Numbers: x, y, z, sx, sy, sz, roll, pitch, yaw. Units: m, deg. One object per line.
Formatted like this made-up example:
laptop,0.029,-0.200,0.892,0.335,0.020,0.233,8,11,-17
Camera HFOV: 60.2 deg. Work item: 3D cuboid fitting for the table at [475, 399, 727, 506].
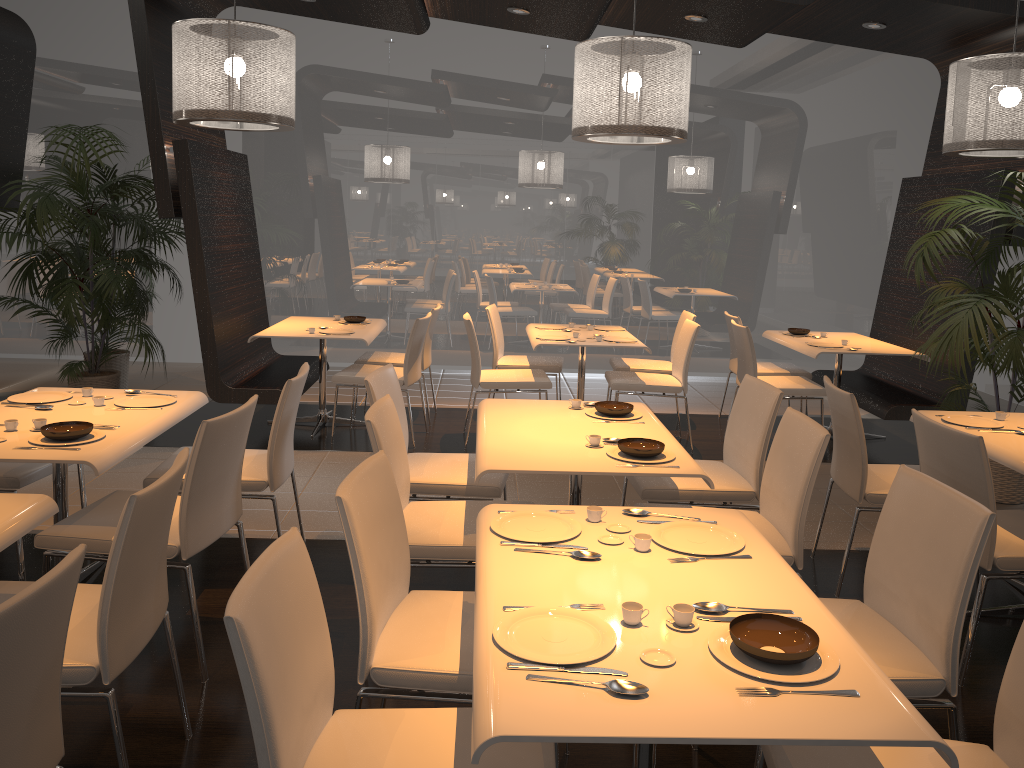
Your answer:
table,0.374,0.543,3.516,1.053,0.719,1.160,2,9,-2

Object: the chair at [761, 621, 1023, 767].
chair,0.819,0.824,1.686,0.605,0.866,0.488,3,7,5

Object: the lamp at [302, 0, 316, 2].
lamp,-1.441,-2.693,6.135,0.160,0.054,0.162,3,10,3

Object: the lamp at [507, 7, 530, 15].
lamp,0.046,-2.627,6.191,0.161,0.055,0.163,1,10,-8

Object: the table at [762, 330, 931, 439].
table,2.409,0.043,6.562,0.800,0.719,1.160,2,9,-2

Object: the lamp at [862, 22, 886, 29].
lamp,2.574,-2.560,6.281,0.161,0.055,0.163,1,10,-8

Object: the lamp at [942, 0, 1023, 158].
lamp,2.765,-2.227,4.802,0.629,1.914,0.630,6,8,30

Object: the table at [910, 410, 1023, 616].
table,2.245,0.595,3.567,0.800,0.719,1.160,2,9,-2

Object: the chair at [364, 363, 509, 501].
chair,-0.321,0.386,3.829,0.605,0.862,0.488,3,7,5

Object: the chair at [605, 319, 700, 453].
chair,0.973,-0.010,6.186,0.605,0.862,0.488,2,7,0

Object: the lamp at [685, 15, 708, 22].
lamp,1.300,-2.594,6.235,0.161,0.055,0.163,1,10,-8

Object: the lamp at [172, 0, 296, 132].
lamp,-1.458,-2.338,4.652,0.628,1.914,0.630,5,7,26

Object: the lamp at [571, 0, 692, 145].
lamp,0.670,-2.282,4.727,0.628,1.914,0.630,5,7,26

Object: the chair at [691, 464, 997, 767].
chair,0.867,0.697,2.376,0.605,0.866,0.488,1,7,-5

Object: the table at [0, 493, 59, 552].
table,-1.668,0.766,1.955,0.800,0.719,1.160,2,9,-2

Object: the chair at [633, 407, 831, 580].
chair,0.762,0.544,3.171,0.605,0.862,0.488,2,7,0

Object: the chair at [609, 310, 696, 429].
chair,1.078,-0.123,6.821,0.605,0.866,0.488,2,7,0

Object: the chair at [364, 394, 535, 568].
chair,-0.215,0.517,3.152,0.605,0.866,0.488,2,7,0

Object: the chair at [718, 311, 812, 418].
chair,1.950,-0.104,6.861,0.605,0.862,0.488,2,7,0

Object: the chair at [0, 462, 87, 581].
chair,-2.213,0.339,3.743,0.605,0.862,0.488,3,7,5

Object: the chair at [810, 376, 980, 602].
chair,1.677,0.443,3.885,0.605,0.866,0.488,3,7,5

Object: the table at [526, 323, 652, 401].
table,0.509,-0.008,6.501,0.800,0.719,1.160,2,9,-2

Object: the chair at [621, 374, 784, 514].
chair,0.811,0.417,3.862,0.605,0.862,0.488,1,7,-5

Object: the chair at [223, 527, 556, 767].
chair,-0.213,0.784,1.720,0.605,0.866,0.488,2,7,0

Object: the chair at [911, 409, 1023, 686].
chair,1.802,0.569,3.232,0.605,0.866,0.488,1,7,-5

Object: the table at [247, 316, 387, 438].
table,-1.379,-0.060,6.445,0.800,0.719,1.160,2,9,-2

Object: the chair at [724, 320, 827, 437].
chair,1.845,0.013,6.226,0.605,0.866,0.488,2,7,0

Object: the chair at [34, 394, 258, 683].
chair,-1.239,0.494,3.098,0.605,0.866,0.488,3,7,5

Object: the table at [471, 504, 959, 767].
table,0.304,0.818,2.025,0.800,0.719,1.160,2,9,-2

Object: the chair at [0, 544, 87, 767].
chair,-1.154,0.770,1.616,0.605,0.862,0.488,3,7,5

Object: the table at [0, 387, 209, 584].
table,-1.753,0.487,3.437,0.800,0.719,1.160,2,9,-2

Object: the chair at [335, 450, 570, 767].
chair,-0.141,0.671,2.338,0.605,0.866,0.488,3,7,5

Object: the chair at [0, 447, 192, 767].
chair,-1.182,0.643,2.303,0.605,0.866,0.488,1,7,-5

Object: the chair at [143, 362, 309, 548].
chair,-1.190,0.365,3.787,0.605,0.862,0.488,1,7,-5
